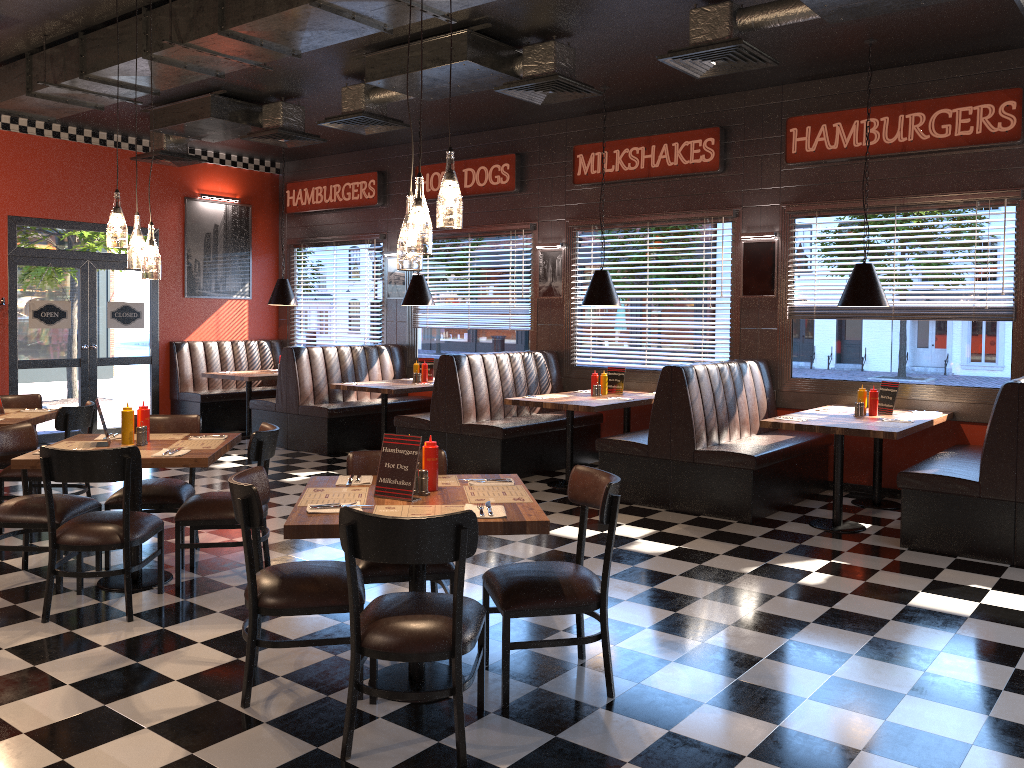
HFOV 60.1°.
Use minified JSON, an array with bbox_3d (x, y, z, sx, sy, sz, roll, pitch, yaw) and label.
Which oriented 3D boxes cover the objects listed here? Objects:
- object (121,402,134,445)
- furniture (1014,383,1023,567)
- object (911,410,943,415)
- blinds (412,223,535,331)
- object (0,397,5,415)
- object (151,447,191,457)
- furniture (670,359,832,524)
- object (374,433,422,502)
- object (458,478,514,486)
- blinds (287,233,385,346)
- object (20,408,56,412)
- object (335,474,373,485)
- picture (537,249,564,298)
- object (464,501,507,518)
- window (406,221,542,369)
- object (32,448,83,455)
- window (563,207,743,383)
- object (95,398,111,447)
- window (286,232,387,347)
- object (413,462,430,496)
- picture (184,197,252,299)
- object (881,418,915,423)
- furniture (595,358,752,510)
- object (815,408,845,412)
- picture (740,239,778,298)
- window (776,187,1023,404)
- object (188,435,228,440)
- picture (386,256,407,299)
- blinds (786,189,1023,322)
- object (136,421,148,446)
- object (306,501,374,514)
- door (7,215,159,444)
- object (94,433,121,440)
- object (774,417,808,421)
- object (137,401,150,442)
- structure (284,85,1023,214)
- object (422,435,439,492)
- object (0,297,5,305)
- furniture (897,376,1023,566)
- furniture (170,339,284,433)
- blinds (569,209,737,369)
[{"bbox_3d":[-2.179,0.221,5.024,0.068,0.237,0.068,3,3,43],"label":"object"},{"bbox_3d":[3.934,0.532,5.953,0.706,1.152,1.711,3,4,38],"label":"furniture"},{"bbox_3d":[3.336,0.226,7.171,0.255,0.019,0.157,4,6,40],"label":"object"},{"bbox_3d":[-0.512,-1.238,10.444,1.871,1.204,0.100,4,3,38],"label":"blinds"},{"bbox_3d":[-3.758,0.087,6.403,0.188,0.256,0.072,2,2,28],"label":"object"},{"bbox_3d":[-1.808,0.359,4.720,0.157,0.019,0.255,0,4,-5],"label":"object"},{"bbox_3d":[2.052,0.398,7.422,0.706,1.152,1.711,3,4,38],"label":"furniture"},{"bbox_3d":[-0.467,0.339,3.622,0.188,0.256,0.072,2,2,28],"label":"object"},{"bbox_3d":[-0.116,0.435,3.975,0.255,0.019,0.158,0,4,-3],"label":"object"},{"bbox_3d":[-2.401,-1.159,11.923,1.871,1.632,0.099,3,3,38],"label":"blinds"},{"bbox_3d":[-3.557,0.193,6.612,0.255,0.019,0.158,0,4,-4],"label":"object"},{"bbox_3d":[-0.705,0.429,3.965,0.157,0.019,0.255,0,4,-6],"label":"object"},{"bbox_3d":[0.424,-1.208,9.726,0.351,0.536,0.012,3,3,38],"label":"picture"},{"bbox_3d":[-0.104,0.480,3.402,0.157,0.019,0.255,0,4,-4],"label":"object"},{"bbox_3d":[-0.479,-1.008,10.520,2.029,1.711,0.127,3,3,38],"label":"window"},{"bbox_3d":[-2.381,0.355,4.692,0.255,0.019,0.158,0,4,-6],"label":"object"},{"bbox_3d":[1.403,-0.874,9.051,2.029,1.711,0.127,3,3,38],"label":"window"},{"bbox_3d":[-2.299,0.213,4.980,0.072,0.256,0.188,0,3,-22],"label":"object"},{"bbox_3d":[-2.361,-1.143,11.990,2.029,1.711,0.127,3,3,38],"label":"window"},{"bbox_3d":[-0.389,0.395,3.701,0.094,0.136,0.047,2,3,28],"label":"object"},{"bbox_3d":[-3.929,-1.798,11.883,0.016,1.299,1.024,2,3,38],"label":"picture"},{"bbox_3d":[2.843,0.267,6.574,0.255,0.019,0.157,4,5,34],"label":"object"},{"bbox_3d":[1.496,0.358,7.857,0.706,1.152,1.711,3,4,38],"label":"furniture"},{"bbox_3d":[2.626,0.212,7.246,0.255,0.019,0.157,4,6,37],"label":"object"},{"bbox_3d":[2.302,-1.074,8.259,0.351,0.536,0.012,3,3,38],"label":"picture"},{"bbox_3d":[3.285,-0.739,7.581,2.029,1.711,0.127,3,3,38],"label":"window"},{"bbox_3d":[-1.832,0.315,5.276,0.255,0.019,0.158,0,4,-8],"label":"object"},{"bbox_3d":[-1.458,-1.343,11.196,0.351,0.536,0.012,3,3,38],"label":"picture"},{"bbox_3d":[3.241,-1.053,7.510,1.871,1.038,0.099,4,3,38],"label":"blinds"},{"bbox_3d":[-2.084,0.277,4.987,0.047,0.136,0.094,1,3,-2],"label":"object"},{"bbox_3d":[-0.663,0.472,3.420,0.255,0.019,0.158,0,4,-13],"label":"object"},{"bbox_3d":[-5.028,-0.630,10.531,0.128,2.568,1.802,2,3,38],"label":"door"},{"bbox_3d":[-2.378,0.311,5.251,0.157,0.019,0.255,0,5,-14],"label":"object"},{"bbox_3d":[2.098,0.257,6.587,0.255,0.019,0.157,5,6,44],"label":"object"},{"bbox_3d":[-2.120,0.216,5.096,0.068,0.237,0.068,3,3,43],"label":"object"},{"bbox_3d":[1.280,-2.280,8.962,11.273,0.438,0.120,4,4,38],"label":"structure"},{"bbox_3d":[-0.349,0.337,3.788,0.068,0.237,0.068,0,2,-9],"label":"object"},{"bbox_3d":[-5.594,-0.096,9.456,0.374,1.656,0.375,0,2,-30],"label":"object"},{"bbox_3d":[3.378,0.493,6.387,0.706,1.152,1.711,3,4,38],"label":"furniture"},{"bbox_3d":[-3.594,-0.006,11.831,0.706,1.152,1.711,3,4,38],"label":"furniture"},{"bbox_3d":[1.367,-0.931,8.980,1.871,1.550,0.101,3,3,38],"label":"blinds"}]
